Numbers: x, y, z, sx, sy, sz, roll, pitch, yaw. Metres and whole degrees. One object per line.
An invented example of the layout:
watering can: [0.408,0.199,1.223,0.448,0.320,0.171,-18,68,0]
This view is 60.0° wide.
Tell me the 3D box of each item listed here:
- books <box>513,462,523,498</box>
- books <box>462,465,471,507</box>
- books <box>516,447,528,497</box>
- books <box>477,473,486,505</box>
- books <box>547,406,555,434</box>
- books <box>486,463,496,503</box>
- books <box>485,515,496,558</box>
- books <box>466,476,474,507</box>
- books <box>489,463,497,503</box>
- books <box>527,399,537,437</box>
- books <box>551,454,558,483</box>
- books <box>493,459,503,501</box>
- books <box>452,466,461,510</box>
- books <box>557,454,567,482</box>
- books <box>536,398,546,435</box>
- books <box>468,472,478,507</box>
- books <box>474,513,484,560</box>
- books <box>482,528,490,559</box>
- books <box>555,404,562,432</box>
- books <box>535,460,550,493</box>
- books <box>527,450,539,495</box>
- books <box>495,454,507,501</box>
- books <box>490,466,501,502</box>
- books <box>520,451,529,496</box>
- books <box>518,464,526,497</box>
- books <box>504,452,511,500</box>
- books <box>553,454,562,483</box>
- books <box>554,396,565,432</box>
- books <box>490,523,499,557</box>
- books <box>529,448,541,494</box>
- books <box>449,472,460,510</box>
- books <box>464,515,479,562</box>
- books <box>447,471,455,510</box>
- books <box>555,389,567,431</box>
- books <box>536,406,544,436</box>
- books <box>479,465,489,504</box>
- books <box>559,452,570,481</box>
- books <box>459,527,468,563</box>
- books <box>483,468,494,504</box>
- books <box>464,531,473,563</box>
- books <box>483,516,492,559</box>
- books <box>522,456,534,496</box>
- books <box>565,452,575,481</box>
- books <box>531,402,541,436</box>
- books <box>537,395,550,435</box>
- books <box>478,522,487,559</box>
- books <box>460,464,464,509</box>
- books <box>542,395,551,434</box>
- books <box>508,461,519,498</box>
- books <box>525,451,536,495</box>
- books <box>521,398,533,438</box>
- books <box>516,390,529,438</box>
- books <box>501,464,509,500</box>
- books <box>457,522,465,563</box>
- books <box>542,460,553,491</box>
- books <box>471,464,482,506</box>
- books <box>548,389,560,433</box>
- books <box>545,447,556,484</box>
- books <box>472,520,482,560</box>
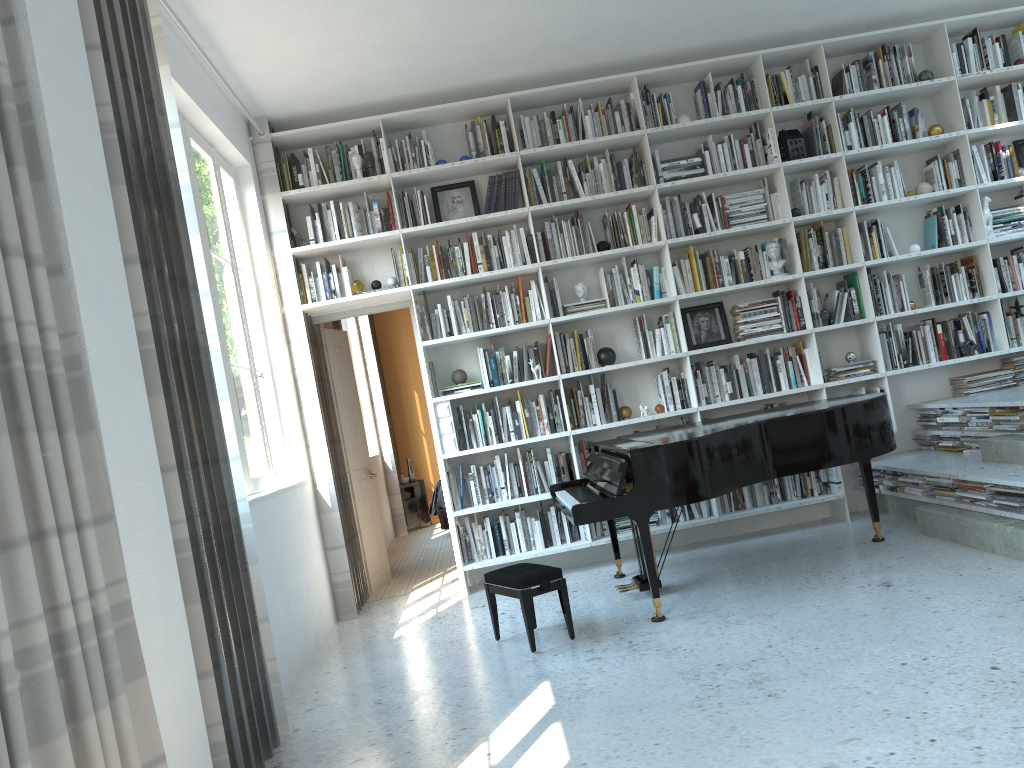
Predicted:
books: [0.039,0.636,5.882,0.028,0.224,0.134,-10,-1,-3]
books: [-0.301,0.673,5.869,0.010,0.273,0.150,-10,-1,-3]
books: [0.064,0.579,5.863,0.014,0.325,0.170,-10,-1,-3]
books: [-0.202,0.693,5.879,0.025,0.200,0.137,-10,-1,-3]
books: [0.258,0.238,5.899,0.041,0.181,0.141,-10,-1,-3]
books: [-0.139,0.651,5.855,0.013,0.257,0.189,-10,-1,-3]
books: [-0.142,1.003,5.849,0.023,0.266,0.177,-10,-1,-3]
books: [-0.277,0.707,5.870,0.024,0.197,0.148,-10,-1,-3]
books: [-0.127,0.651,5.850,0.010,0.252,0.178,-10,-1,-3]
books: [0.127,0.227,5.880,0.028,0.249,0.159,-10,-1,-3]
books: [0.283,0.582,5.869,0.011,0.239,0.174,-10,-1,-3]
books: [-0.092,0.635,5.885,0.013,0.273,0.146,-10,-1,-3]
books: [-0.362,0.682,5.838,0.011,0.277,0.189,-10,-1,-3]
books: [0.330,0.579,5.863,0.023,0.228,0.190,-10,-1,-3]
books: [0.194,0.217,5.895,0.010,0.246,0.160,-10,-1,-3]
books: [-0.255,0.691,5.849,0.022,0.220,0.187,-10,-1,-3]
books: [-0.219,0.991,5.858,0.011,0.318,0.157,-10,-1,-3]
books: [-0.170,1.049,5.860,0.022,0.186,0.145,-10,-1,-3]
books: [0.302,0.228,5.914,0.023,0.187,0.130,-10,-1,-3]
books: [0.196,0.611,5.881,0.059,0.216,0.177,-10,-1,-3]
books: [0.137,0.584,5.883,0.022,0.290,0.137,-10,-1,-3]
books: [-0.074,0.618,5.878,0.027,0.299,0.142,-10,-1,-3]
books: [-0.107,0.660,5.864,0.028,0.229,0.157,-10,-1,-3]
books: [0.079,0.592,5.872,0.012,0.295,0.176,-10,-1,-3]
books: [0.061,0.639,5.882,0.013,0.209,0.154,-10,-1,-3]
books: [-0.031,0.606,5.863,0.039,0.307,0.172,-10,-1,-3]
books: [0.303,0.586,5.904,0.030,0.227,0.140,-10,-1,-3]
books: [0.315,0.197,5.889,0.010,0.240,0.174,-10,-1,-3]
books: [-0.115,1.029,5.865,0.022,0.205,0.158,-10,-1,-3]
books: [0.153,0.575,5.878,0.013,0.301,0.172,-10,-1,-3]
books: [-0.378,0.705,5.853,0.029,0.239,0.154,-10,-1,-3]
books: [-0.268,1.012,5.851,0.044,0.293,0.181,-10,-1,-3]
books: [-0.400,0.701,5.866,0.012,0.254,0.161,-10,-1,-3]
books: [0.327,0.175,5.912,0.024,0.280,0.136,-10,-1,-3]
books: [0.181,0.246,5.899,0.023,0.194,0.140,-10,-1,-3]
books: [-0.184,0.665,5.884,0.022,0.248,0.133,-10,-1,-3]
books: [0.352,0.572,5.900,0.026,0.235,0.140,-10,-1,-3]
books: [-0.315,1.061,5.860,0.023,0.216,0.158,-10,-1,-3]
books: [-0.156,0.671,5.851,0.028,0.223,0.189,-10,-1,-3]
books: [-0.287,1.068,5.834,0.029,0.190,0.176,-10,-1,-3]
books: [-0.159,1.008,5.842,0.013,0.261,0.174,-10,-1,-3]
books: [0.102,0.609,5.890,0.029,0.254,0.153,-10,-1,-3]
books: [0.381,0.570,5.892,0.030,0.230,0.151,-10,-1,-3]
books: [0.155,0.233,5.895,0.025,0.229,0.153,-10,-1,-3]
books: [0.208,0.204,5.879,0.021,0.265,0.185,-10,-1,-3]
books: [-0.195,1.033,5.852,0.022,0.226,0.154,-10,-1,-3]
books: [-0.332,0.673,5.848,0.052,0.283,0.172,-10,-1,-3]
books: [0.224,0.204,5.899,0.013,0.260,0.142,-10,-1,-3]
books: [0.009,0.634,5.885,0.031,0.238,0.132,-10,-1,-3]
books: [0.120,0.591,5.894,0.013,0.284,0.139,-10,-1,-3]
books: [0.099,0.226,5.874,0.028,0.260,0.181,-10,-1,-3]
books: [0.069,0.201,5.882,0.021,0.323,0.172,-10,-1,-3]
books: [-0.049,0.648,5.881,0.012,0.232,0.148,-10,-1,-3]
books: [-0.336,1.045,5.859,0.012,0.254,0.161,-10,-1,-3]
books: [0.240,0.610,5.901,0.030,0.203,0.142,-10,-1,-3]
books: [-0.234,0.664,5.857,0.029,0.266,0.171,-10,-1,-3]
books: [0.276,0.181,5.881,0.014,0.286,0.179,-10,-1,-3]
books: [0.260,0.563,5.895,0.025,0.288,0.130,-10,-1,-3]
books: [-0.230,1.030,5.859,0.024,0.246,0.143,-10,-1,-3]
